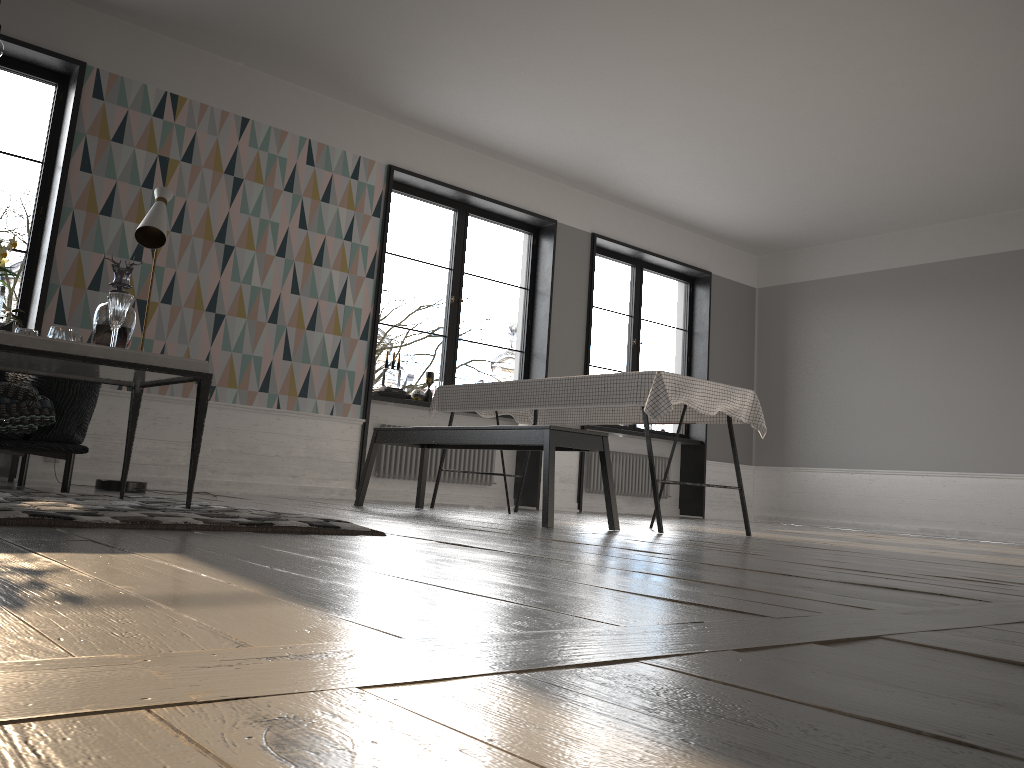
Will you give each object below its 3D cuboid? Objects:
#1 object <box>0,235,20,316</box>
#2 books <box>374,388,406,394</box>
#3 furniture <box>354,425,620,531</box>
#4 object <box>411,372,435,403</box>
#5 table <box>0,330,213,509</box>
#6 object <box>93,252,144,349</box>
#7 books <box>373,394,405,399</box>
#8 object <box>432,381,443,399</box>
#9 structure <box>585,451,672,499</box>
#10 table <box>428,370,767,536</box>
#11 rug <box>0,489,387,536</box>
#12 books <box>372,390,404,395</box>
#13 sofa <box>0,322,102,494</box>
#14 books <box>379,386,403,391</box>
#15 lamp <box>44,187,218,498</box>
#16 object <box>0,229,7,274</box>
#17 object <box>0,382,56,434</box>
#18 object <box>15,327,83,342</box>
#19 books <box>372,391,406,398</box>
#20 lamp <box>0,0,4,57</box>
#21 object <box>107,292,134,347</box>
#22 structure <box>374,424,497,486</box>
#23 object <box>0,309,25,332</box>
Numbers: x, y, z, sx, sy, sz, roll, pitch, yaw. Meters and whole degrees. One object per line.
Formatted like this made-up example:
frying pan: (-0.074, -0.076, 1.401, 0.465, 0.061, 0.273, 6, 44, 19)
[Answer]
object: (-1.786, -0.326, 2.845, 0.349, 0.355, 0.323, 11, -11, -37)
books: (-0.960, 0.059, 6.967, 0.197, 0.022, 0.162, 9, -9, -38)
furniture: (-0.189, 0.473, 4.700, 0.462, 0.461, 1.663, 11, -10, -39)
object: (-0.720, 0.022, 7.169, 0.193, 0.260, 0.114, 9, -11, -29)
table: (-1.804, 0.101, 2.743, 1.446, 0.517, 0.729, 10, -10, -39)
object: (-1.494, -0.281, 3.347, 0.148, 0.422, 0.154, 8, -11, -20)
books: (-0.992, 0.101, 6.940, 0.266, 0.011, 0.161, 9, -8, -36)
object: (-0.540, 0.087, 7.326, 0.266, 0.194, 0.152, 11, -11, -39)
structure: (1.177, 0.907, 8.849, 1.214, 0.433, 0.148, 10, -12, -41)
table: (0.403, 0.411, 5.246, 0.925, 0.793, 2.017, 11, -10, -40)
rug: (-1.891, 0.303, 2.439, 2.510, 0.034, 1.763, 10, -9, -39)
books: (-0.984, 0.073, 6.955, 0.215, 0.012, 0.173, 9, -8, -34)
sofa: (-2.984, -0.027, 3.540, 2.325, 0.807, 0.966, 10, -10, -40)
books: (-0.953, 0.040, 6.970, 0.152, 0.017, 0.123, 9, -9, -38)
lamp: (-2.078, -0.242, 5.169, 0.675, 1.722, 1.241, 13, -13, -41)
object: (-3.108, -0.598, 5.166, 0.228, 0.678, 0.233, 0, -11, 21)
object: (-2.337, 0.062, 3.693, 0.489, 0.333, 0.661, -4, -11, 45)
object: (-1.598, -0.138, 3.148, 0.279, 0.088, 0.244, 0, -8, 28)
books: (-0.994, 0.087, 6.950, 0.269, 0.019, 0.183, 10, -9, -40)
lamp: (-1.096, -1.850, 2.923, 1.396, 1.555, 0.073, 1, -11, 19)
object: (-1.405, -0.200, 3.138, 0.082, 0.230, 0.166, 9, -11, -28)
structure: (-0.608, 0.605, 7.382, 1.214, 0.433, 0.148, 10, -12, -41)
object: (-2.977, -0.346, 5.212, 0.169, 0.206, 0.245, 11, -11, -37)
